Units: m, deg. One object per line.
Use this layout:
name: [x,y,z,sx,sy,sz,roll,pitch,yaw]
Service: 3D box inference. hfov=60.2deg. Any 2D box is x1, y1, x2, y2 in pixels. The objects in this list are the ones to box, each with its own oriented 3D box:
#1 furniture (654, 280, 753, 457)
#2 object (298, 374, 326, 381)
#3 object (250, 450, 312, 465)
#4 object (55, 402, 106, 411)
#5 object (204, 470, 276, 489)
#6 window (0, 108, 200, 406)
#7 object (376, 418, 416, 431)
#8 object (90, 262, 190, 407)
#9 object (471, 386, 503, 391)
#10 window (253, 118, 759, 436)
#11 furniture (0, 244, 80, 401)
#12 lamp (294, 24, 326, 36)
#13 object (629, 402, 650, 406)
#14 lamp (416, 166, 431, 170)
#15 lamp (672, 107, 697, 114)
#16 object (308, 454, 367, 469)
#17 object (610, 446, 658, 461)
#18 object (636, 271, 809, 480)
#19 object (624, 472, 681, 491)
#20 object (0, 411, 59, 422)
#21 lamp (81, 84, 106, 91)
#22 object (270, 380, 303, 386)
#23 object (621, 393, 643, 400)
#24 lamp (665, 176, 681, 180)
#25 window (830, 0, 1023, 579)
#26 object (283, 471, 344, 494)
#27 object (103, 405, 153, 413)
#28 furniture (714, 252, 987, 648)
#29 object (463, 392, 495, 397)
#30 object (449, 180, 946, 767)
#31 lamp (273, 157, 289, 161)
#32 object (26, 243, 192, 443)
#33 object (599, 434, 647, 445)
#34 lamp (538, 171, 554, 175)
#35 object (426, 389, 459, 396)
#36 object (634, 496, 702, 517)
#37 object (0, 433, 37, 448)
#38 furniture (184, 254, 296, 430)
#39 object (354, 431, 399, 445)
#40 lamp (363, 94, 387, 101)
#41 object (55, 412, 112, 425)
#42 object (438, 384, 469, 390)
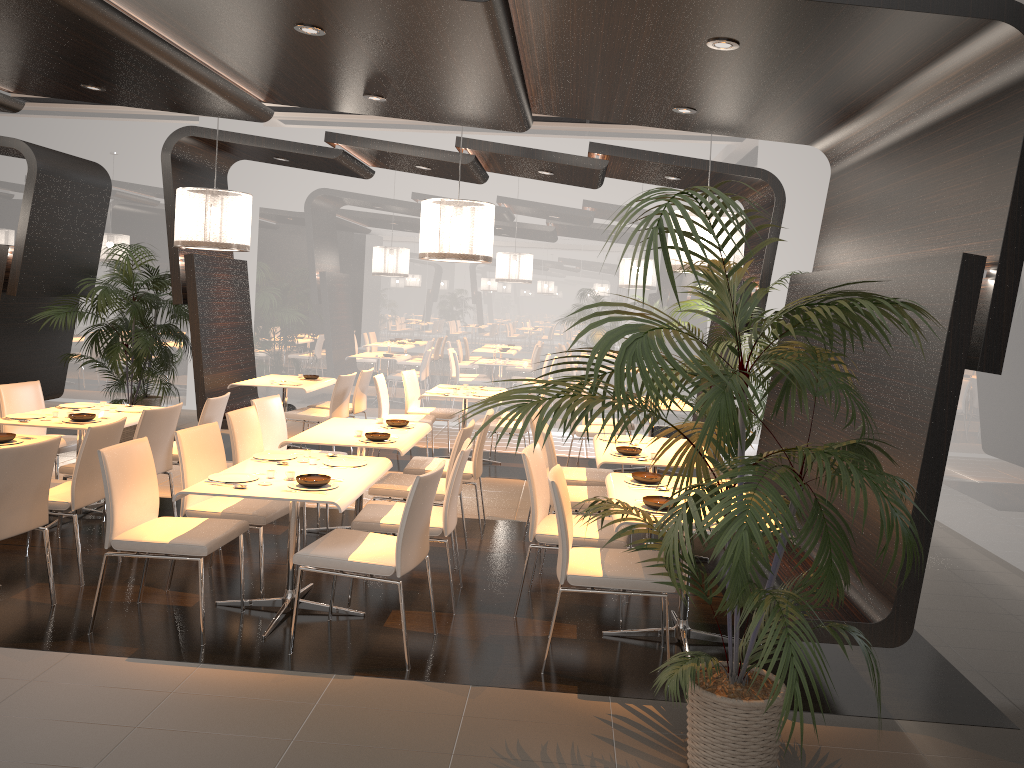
furniture: [1.858,-0.200,8.889,0.757,1.672,1.406,3,3,4]
object: [-2.176,-0.073,9.485,0.303,0.044,0.366,3,5,3]
object: [-1.291,0.402,4.952,0.334,0.038,0.378,3,5,-2]
object: [-3.188,0.156,6.532,0.334,0.038,0.378,3,5,-2]
object: [-1.332,0.457,4.339,0.334,0.038,0.378,3,5,-2]
window: [-7.328,-1.816,11.765,6.580,3.975,0.070,3,1,4]
object: [-0.856,0.284,6.410,0.303,0.044,0.366,3,5,3]
object: [-4.115,-0.530,10.266,1.503,2.057,1.567,1,3,-35]
object: [-0.265,0.036,9.401,0.334,0.038,0.378,2,5,-7]
window: [-0.153,-1.403,11.285,6.580,3.975,0.070,3,1,4]
furniture: [-5.279,-0.610,9.366,0.757,1.672,1.406,3,3,4]
lamp: [-1.045,-1.845,4.571,0.161,0.050,0.162,4,5,9]
object: [1.234,0.186,8.629,0.334,0.038,0.378,3,5,-2]
lamp: [-0.906,-2.231,9.059,0.161,0.056,0.162,3,5,-2]
lamp: [1.160,-1.852,5.937,0.161,0.050,0.162,4,5,9]
object: [-0.978,0.418,4.949,0.334,0.038,0.378,2,5,-7]
object: [0.780,0.439,5.652,0.303,0.044,0.366,3,5,3]
object: [1.867,0.039,7.474,1.506,2.057,1.563,4,3,17]
object: [0.762,0.520,4.783,0.303,0.044,0.366,3,5,3]
object: [-3.229,0.212,5.919,0.334,0.038,0.378,3,5,-2]
lamp: [-2.940,-2.096,6.211,0.160,0.050,0.161,3,5,-2]
object: [-2.276,-0.021,8.917,0.334,0.038,0.378,2,5,-7]
object: [1.282,0.127,9.245,0.303,0.044,0.366,3,5,3]
lamp: [1.616,-2.086,8.891,0.161,0.056,0.162,3,5,-2]
window: [3.421,-0.833,7.166,0.070,3.969,6.603,3,4,4]
object: [-0.995,0.472,4.332,0.303,0.044,0.366,3,5,3]
object: [-2.843,0.171,6.560,0.334,0.038,0.378,2,5,-7]
furniture: [1.652,0.141,5.155,0.757,1.670,2.911,3,4,4]
object: [-0.321,0.091,8.787,0.334,0.038,0.378,2,5,-7]
object: [0.766,0.390,3.133,1.503,2.057,1.567,1,3,-41]
lamp: [-2.388,-2.344,9.158,0.160,0.054,0.161,4,5,9]
object: [-3.969,-0.420,9.171,1.560,2.057,1.509,3,2,-3]
object: [0.789,0.386,6.254,0.334,0.038,0.378,3,5,-2]
lamp: [0.345,-2.159,8.976,0.161,0.056,0.162,3,5,-2]
object: [-0.688,0.077,8.740,0.334,0.038,0.378,3,5,-2]
object: [0.732,0.575,4.177,0.303,0.044,0.366,3,5,3]
object: [-2.936,0.306,5.039,0.303,0.044,0.366,3,5,3]
furniture: [-2.779,-0.467,9.199,0.757,1.672,1.406,3,3,4]
object: [-0.900,0.343,5.762,0.303,0.044,0.366,3,5,3]
lamp: [-0.943,-1.981,6.077,0.161,0.050,0.162,4,5,9]
object: [-2.903,0.223,5.941,0.303,0.044,0.366,3,5,3]
object: [-0.618,0.023,9.345,0.334,0.038,0.378,3,5,-2]
